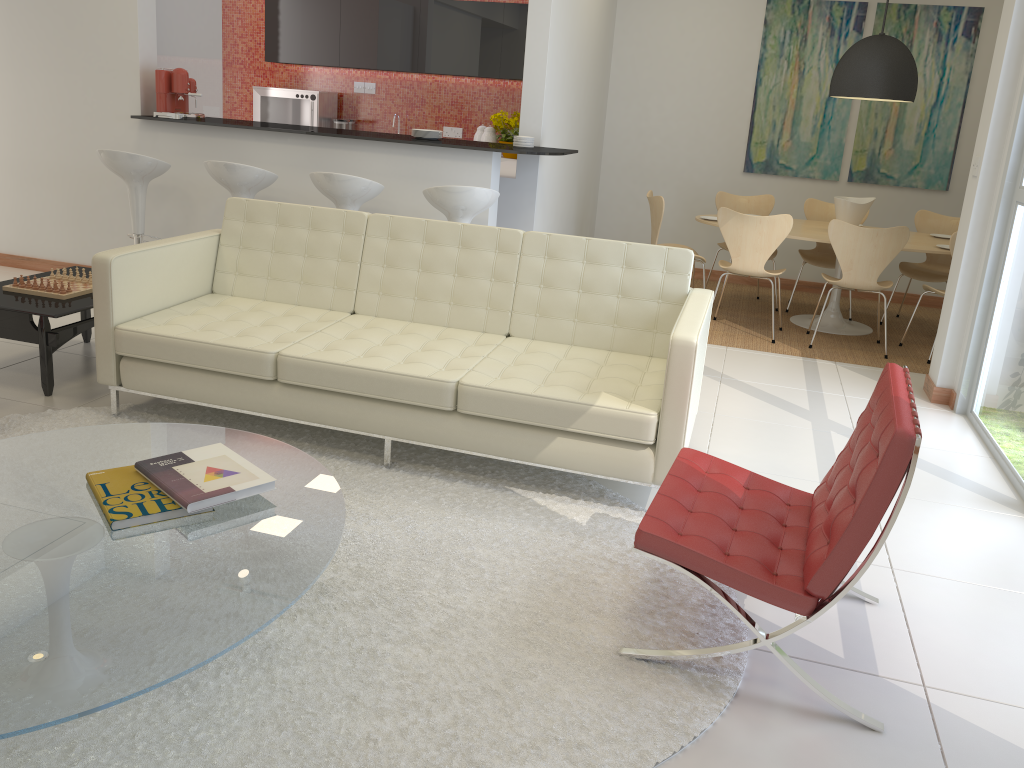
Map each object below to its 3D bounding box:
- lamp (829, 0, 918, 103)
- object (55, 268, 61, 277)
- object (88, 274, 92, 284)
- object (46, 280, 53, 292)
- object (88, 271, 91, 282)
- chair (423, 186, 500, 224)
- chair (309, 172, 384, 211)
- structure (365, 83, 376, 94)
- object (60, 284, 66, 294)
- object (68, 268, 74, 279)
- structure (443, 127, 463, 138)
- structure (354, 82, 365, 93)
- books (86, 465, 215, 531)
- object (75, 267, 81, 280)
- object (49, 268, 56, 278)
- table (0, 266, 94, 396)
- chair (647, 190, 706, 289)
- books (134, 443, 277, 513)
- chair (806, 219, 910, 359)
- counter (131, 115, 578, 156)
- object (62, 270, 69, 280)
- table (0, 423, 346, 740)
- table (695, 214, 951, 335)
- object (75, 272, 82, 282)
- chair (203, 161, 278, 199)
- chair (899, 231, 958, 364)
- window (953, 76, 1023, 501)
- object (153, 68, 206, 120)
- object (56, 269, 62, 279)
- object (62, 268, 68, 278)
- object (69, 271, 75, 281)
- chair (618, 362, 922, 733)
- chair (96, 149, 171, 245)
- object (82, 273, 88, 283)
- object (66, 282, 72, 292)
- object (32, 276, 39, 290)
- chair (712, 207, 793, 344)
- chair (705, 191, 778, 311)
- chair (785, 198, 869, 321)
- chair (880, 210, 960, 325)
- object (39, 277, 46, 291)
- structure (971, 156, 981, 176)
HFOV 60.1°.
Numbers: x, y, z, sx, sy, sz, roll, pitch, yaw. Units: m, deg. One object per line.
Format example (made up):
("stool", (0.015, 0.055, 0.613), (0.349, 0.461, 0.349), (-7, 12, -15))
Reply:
("lamp", (2.679, -2.789, 6.284), (0.595, 1.472, 0.601), (9, 16, 16))
("object", (-2.367, -0.582, 4.617), (0.030, 0.043, 0.030), (11, 17, 21))
("object", (-2.148, -0.536, 4.520), (0.030, 0.049, 0.030), (11, 17, 21))
("object", (-2.251, -0.478, 4.304), (0.030, 0.054, 0.030), (11, 17, 21))
("object", (-2.175, -0.556, 4.566), (0.030, 0.054, 0.030), (11, 17, 21))
("chair", (-0.333, -0.710, 5.365), (0.457, 1.006, 0.471), (5, 15, 1))
("chair", (-1.037, -0.821, 5.542), (0.459, 1.006, 0.469), (12, 17, 25))
("structure", (-1.423, -2.968, 8.885), (0.114, 0.103, 0.009), (9, 15, 14))
("object", (-2.175, -0.461, 4.286), (0.030, 0.043, 0.030), (11, 17, 21))
("object", (-2.290, -0.575, 4.596), (0.030, 0.054, 0.030), (11, 17, 21))
("structure", (-0.586, -2.486, 8.751), (0.198, 0.098, 0.017), (9, 16, 14))
("structure", (-1.537, -2.985, 8.912), (0.114, 0.103, 0.013), (9, 15, 14))
("books", (-0.976, 0.289, 2.379), (0.256, 0.026, 0.328), (-8, 22, -34))
("object", (-2.251, -0.575, 4.584), (0.030, 0.068, 0.030), (11, 16, 21))
("object", (-2.378, -0.573, 4.579), (0.030, 0.049, 0.030), (11, 17, 21))
("table", (-2.275, -0.290, 4.547), (0.702, 0.416, 0.929), (9, 18, 14))
("chair", (1.265, -1.022, 6.915), (0.515, 0.894, 0.529), (4, 16, -1))
("books", (-0.845, 0.252, 2.439), (0.257, 0.026, 0.327), (-13, 25, -43))
("chair", (2.396, -0.693, 6.160), (0.522, 0.894, 0.522), (8, 16, 14))
("counter", (-1.074, -1.695, 6.004), (2.970, 0.019, 0.745), (9, 18, 14))
("object", (-2.301, -0.561, 4.559), (0.030, 0.049, 0.030), (11, 17, 21))
("table", (-1.115, 0.555, 2.211), (1.323, 0.398, 1.558), (9, 18, 13))
("table", (2.511, -0.808, 6.827), (2.267, 0.719, 1.297), (9, 18, 15))
("object", (-2.224, -0.549, 4.539), (0.030, 0.049, 0.030), (11, 17, 21))
("chair", (-1.739, -0.932, 5.721), (0.459, 1.006, 0.469), (12, 17, 25))
("chair", (3.095, -0.609, 6.068), (0.521, 0.894, 0.523), (4, 16, -2))
("window", (2.189, -0.651, 3.051), (0.121, 2.674, 3.479), (8, 17, 14))
("object", (-2.231, -1.995, 6.086), (0.321, 0.332, 0.325), (9, 17, 14))
("object", (-2.340, -0.567, 4.569), (0.030, 0.049, 0.030), (11, 17, 21))
("object", (-2.329, -0.579, 4.606), (0.030, 0.051, 0.030), (6, 16, 7))
("object", (-2.263, -0.555, 4.549), (0.030, 0.049, 0.030), (11, 17, 21))
("chair", (0.784, 0.361, 2.615), (0.708, 0.805, 0.708), (10, 17, 19))
("chair", (-2.501, -1.053, 5.916), (0.459, 1.006, 0.469), (12, 17, 25))
("object", (-2.186, -0.543, 4.529), (0.030, 0.049, 0.030), (11, 17, 21))
("object", (-2.164, -0.475, 4.323), (0.030, 0.049, 0.030), (11, 17, 21))
("object", (-2.327, -0.497, 4.322), (0.030, 0.068, 0.030), (11, 16, 21))
("chair", (1.715, -0.810, 6.362), (0.523, 0.894, 0.521), (11, 17, 21))
("chair", (1.940, -1.114, 7.365), (0.521, 0.894, 0.523), (3, 16, -6))
("chair", (2.601, -1.039, 7.289), (0.523, 0.894, 0.522), (10, 16, 18))
("chair", (3.320, -0.886, 6.983), (0.525, 0.894, 0.519), (17, 20, 37))
("object", (-2.289, -0.488, 4.313), (0.030, 0.063, 0.030), (11, 17, 21))
("structure", (2.555, -1.201, 4.878), (0.013, 0.103, 0.115), (8, 17, 14))
